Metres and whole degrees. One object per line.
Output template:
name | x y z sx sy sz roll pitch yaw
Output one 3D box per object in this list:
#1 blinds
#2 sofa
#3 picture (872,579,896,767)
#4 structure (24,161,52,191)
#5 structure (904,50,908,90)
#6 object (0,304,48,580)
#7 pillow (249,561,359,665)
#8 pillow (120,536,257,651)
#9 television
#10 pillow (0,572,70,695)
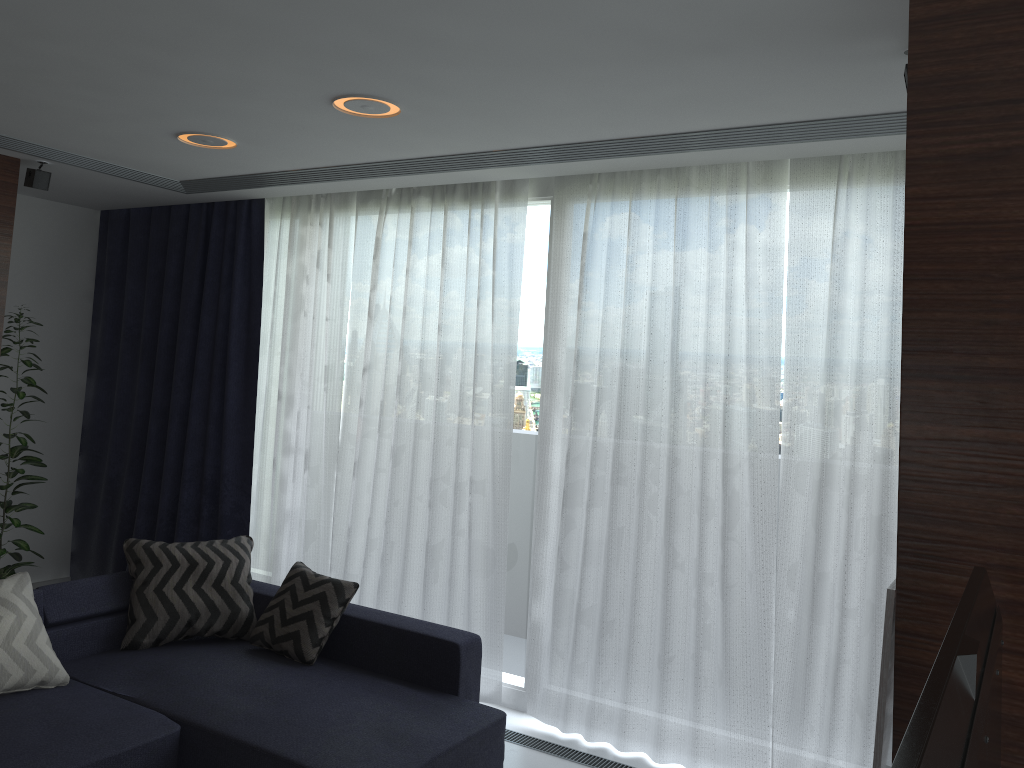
blinds | -1.308 0.118 1.981 7.143 2.787 5.771 3 0 35
sofa | -1.454 1.186 2.849 1.901 0.611 2.859 3 0 31
picture | 0.868 0.776 2.006 0.053 0.705 0.497 1 -4 31
structure | -2.452 -1.073 4.569 0.114 0.143 0.084 1 -4 36
structure | 1.136 -0.844 2.422 0.114 0.143 0.084 2 -3 21
object | -2.861 0.463 5.010 0.503 1.856 0.480 3 -4 -1
pillow | -0.932 1.015 3.934 0.415 0.347 0.284 2 -3 36
pillow | -1.483 0.992 4.082 0.596 0.521 0.355 4 -3 -29
television | 0.558 0.724 1.092 0.298 0.790 1.224 1 -2 31
pillow | -1.957 0.954 3.289 0.343 0.390 0.492 2 -2 31
